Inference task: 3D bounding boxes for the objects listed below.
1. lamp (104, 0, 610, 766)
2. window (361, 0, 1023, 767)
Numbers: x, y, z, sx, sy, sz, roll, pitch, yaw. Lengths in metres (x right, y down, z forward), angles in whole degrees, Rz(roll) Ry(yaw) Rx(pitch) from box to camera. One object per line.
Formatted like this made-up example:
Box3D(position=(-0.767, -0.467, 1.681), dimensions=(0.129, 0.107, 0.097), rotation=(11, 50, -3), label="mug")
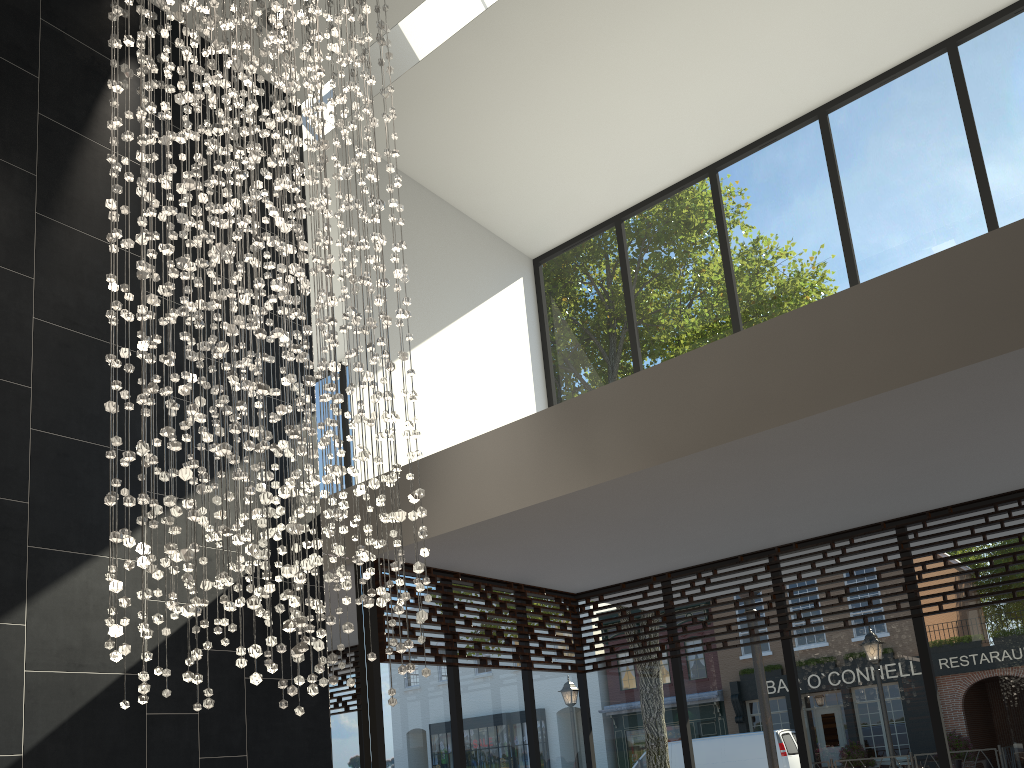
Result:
Box3D(position=(-7.345, -43.625, 6.371), dimensions=(401.596, 107.081, 425.195), rotation=(6, -26, -25), label="lamp")
Box3D(position=(2.158, 0.257, 4.543), dimensions=(6.366, 5.641, 2.417), rotation=(-20, -20, 36), label="window")
